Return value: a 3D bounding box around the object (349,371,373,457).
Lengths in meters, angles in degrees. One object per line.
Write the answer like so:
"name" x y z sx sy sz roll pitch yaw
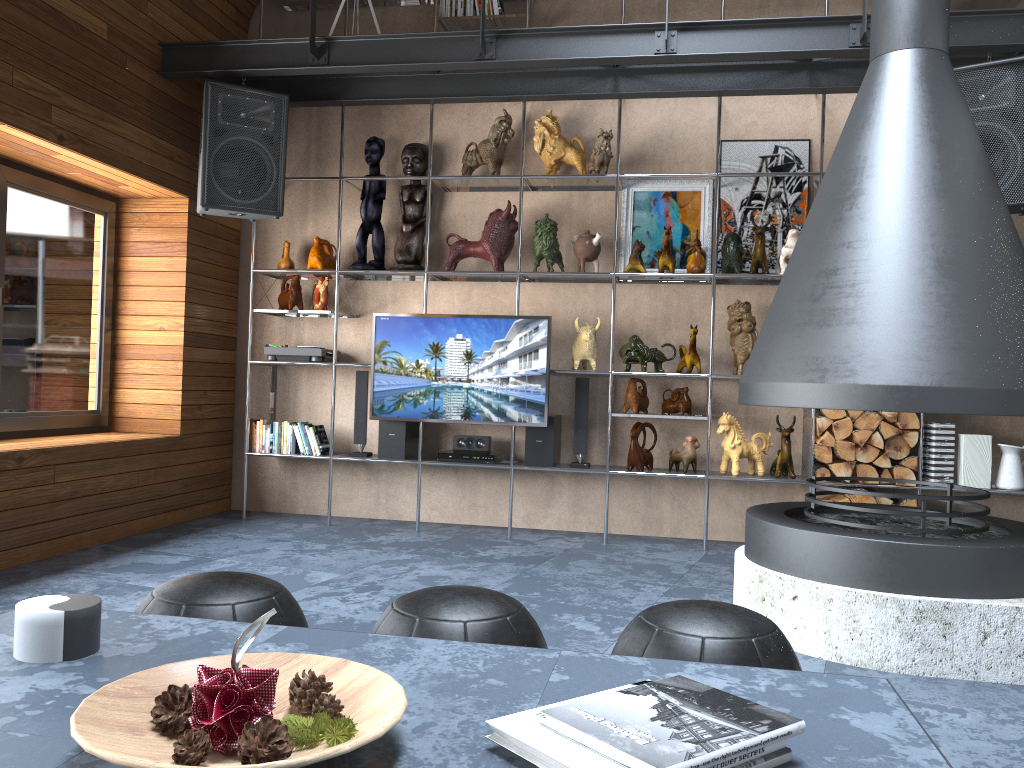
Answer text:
"object" -0.933 0.184 5.536 0.112 0.533 0.112 2 0 10

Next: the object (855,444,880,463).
"object" 1.951 0.376 4.986 0.147 0.118 0.288 2 0 7

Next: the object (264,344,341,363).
"object" -1.340 -0.195 5.645 0.404 0.114 0.320 2 0 10

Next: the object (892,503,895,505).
"object" 2.135 0.722 4.976 0.109 0.135 0.288 2 0 14

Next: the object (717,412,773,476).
"object" 1.343 0.347 5.125 0.375 0.363 0.170 2 0 -24

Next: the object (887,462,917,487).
"object" 2.158 0.500 4.946 0.126 0.112 0.287 2 0 10

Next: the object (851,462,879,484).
"object" 1.964 0.490 4.987 0.135 0.114 0.299 2 0 8

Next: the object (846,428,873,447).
"object" 1.927 0.297 4.990 0.107 0.098 0.330 2 0 6

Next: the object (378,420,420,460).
"object" -0.699 0.309 5.543 0.175 0.303 0.343 2 0 10

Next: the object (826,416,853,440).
"object" 1.835 0.239 5.010 0.112 0.153 0.290 2 0 7

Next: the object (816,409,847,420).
"object" 1.798 0.142 5.021 0.151 0.119 0.299 2 0 13

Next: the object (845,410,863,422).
"object" 1.910 0.173 5.024 0.098 0.090 0.303 2 0 9

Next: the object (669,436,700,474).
"object" 0.987 0.408 5.164 0.212 0.220 0.119 2 0 44

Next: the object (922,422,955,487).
"object" 2.349 0.388 4.908 0.139 0.347 0.140 2 0 -10

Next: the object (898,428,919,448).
"object" 2.183 0.289 4.965 0.111 0.121 0.309 2 0 10

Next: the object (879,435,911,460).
"object" 2.134 0.351 4.995 0.143 0.143 0.286 2 0 10

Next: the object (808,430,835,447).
"object" 1.758 0.293 5.037 0.107 0.110 0.331 2 0 8

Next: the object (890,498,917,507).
"object" 2.170 0.670 4.957 0.105 0.105 0.331 2 0 7

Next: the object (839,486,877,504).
"object" 1.936 0.639 4.975 0.164 0.128 0.321 2 0 10

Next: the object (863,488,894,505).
"object" 2.042 0.664 4.975 0.099 0.131 0.309 2 0 7

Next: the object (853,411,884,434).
"object" 1.986 0.212 5.022 0.164 0.128 0.321 2 0 10

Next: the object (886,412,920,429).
"object" 2.169 0.190 4.953 0.135 0.114 0.299 2 0 8

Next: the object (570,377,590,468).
"object" 0.415 0.229 5.288 0.112 0.533 0.112 2 0 10

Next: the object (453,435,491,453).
"object" -0.244 0.368 5.432 0.223 0.101 0.080 2 0 10

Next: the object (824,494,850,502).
"object" 1.821 0.678 5.014 0.128 0.107 0.329 2 0 11

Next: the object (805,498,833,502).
"object" 1.734 0.703 5.030 0.111 0.121 0.309 2 0 10

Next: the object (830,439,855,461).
"object" 1.840 0.358 5.019 0.115 0.131 0.374 2 0 6

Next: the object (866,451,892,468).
"object" 2.038 0.416 4.984 0.103 0.098 0.330 2 0 8

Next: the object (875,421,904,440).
"object" 2.098 0.258 4.982 0.128 0.107 0.329 2 0 11

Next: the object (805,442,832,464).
"object" 1.741 0.387 5.041 0.110 0.109 0.321 2 0 11

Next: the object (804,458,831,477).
"object" 1.747 0.488 5.064 0.103 0.110 0.312 2 0 7

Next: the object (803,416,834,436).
"object" 1.741 0.239 5.047 0.097 0.120 0.308 2 0 6

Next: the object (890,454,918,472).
"object" 2.185 0.432 4.967 0.095 0.088 0.303 2 0 8

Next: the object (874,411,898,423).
"object" 2.071 0.156 4.976 0.098 0.115 0.362 2 0 10

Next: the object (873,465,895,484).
"object" 2.076 0.507 4.990 0.087 0.095 0.303 2 0 10

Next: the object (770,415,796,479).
"object" 1.551 0.356 5.068 0.116 0.358 0.198 2 0 3

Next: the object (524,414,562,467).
"object" 0.189 0.339 5.379 0.175 0.303 0.343 2 0 10

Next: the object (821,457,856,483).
"object" 1.841 0.481 5.016 0.154 0.131 0.362 2 0 11

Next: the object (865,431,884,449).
"object" 2.009 0.313 4.991 0.101 0.110 0.331 2 0 12

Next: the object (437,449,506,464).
"object" -0.246 0.447 5.436 0.360 0.058 0.325 2 0 10
